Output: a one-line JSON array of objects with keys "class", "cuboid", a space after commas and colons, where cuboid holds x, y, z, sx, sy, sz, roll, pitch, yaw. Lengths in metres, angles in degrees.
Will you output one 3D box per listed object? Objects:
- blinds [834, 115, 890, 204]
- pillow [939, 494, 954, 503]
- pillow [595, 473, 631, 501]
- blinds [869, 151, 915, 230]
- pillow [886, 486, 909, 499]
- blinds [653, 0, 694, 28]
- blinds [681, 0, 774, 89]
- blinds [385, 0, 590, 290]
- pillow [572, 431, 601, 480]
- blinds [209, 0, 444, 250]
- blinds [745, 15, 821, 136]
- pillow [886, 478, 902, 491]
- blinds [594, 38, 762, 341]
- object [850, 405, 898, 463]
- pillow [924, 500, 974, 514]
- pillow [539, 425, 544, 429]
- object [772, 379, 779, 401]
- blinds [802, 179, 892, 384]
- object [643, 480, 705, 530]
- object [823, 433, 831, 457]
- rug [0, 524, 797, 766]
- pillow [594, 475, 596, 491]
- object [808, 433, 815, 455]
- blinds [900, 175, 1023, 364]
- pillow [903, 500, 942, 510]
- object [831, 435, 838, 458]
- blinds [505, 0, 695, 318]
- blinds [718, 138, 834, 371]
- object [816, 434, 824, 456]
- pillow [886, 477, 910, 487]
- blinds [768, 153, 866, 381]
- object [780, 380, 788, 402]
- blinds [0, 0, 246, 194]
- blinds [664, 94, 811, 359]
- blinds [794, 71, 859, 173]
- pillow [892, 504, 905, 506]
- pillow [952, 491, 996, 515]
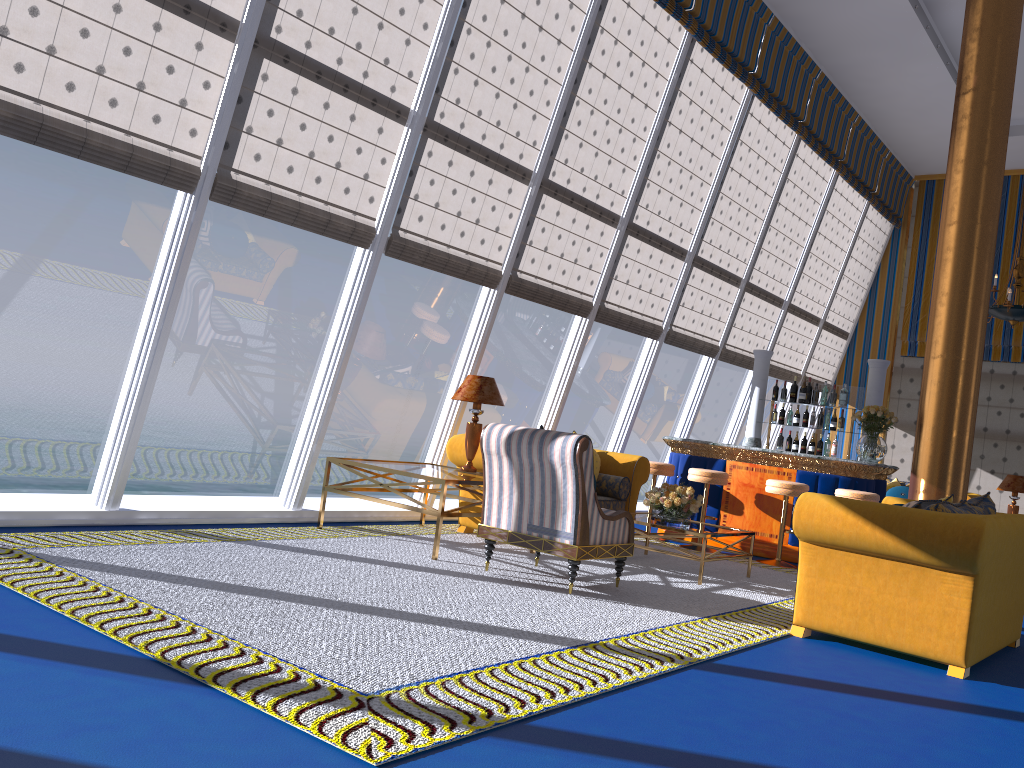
[{"class": "blinds", "cuboid": [5.046, -3.208, 12.859, 0.335, 0.830, 1.541, 6, -3, 38]}, {"class": "pillow", "cuboid": [2.647, 0.926, 5.638, 0.229, 0.491, 0.618, 6, -3, 43]}, {"class": "pillow", "cuboid": [0.888, 0.940, 8.196, 0.369, 0.219, 0.217, 6, -3, 37]}, {"class": "blinds", "cuboid": [5.992, -3.033, 14.088, 0.335, 0.830, 1.541, 6, -3, 38]}, {"class": "pillow", "cuboid": [5.480, 1.618, 12.445, 0.460, 0.367, 0.390, 8, -2, -2]}, {"class": "blinds", "cuboid": [1.266, -3.904, 7.949, 0.335, 0.830, 1.541, 6, -3, 38]}, {"class": "blinds", "cuboid": [2.209, -3.731, 9.175, 0.335, 0.830, 1.541, 6, -3, 38]}, {"class": "blinds", "cuboid": [-0.006, -2.562, 7.169, 0.865, 3.393, 1.380, 6, -2, 38]}, {"class": "pillow", "cuboid": [0.656, 0.733, 8.161, 0.582, 0.583, 0.326, 9, -2, -32]}, {"class": "blinds", "cuboid": [-0.944, -2.734, 5.952, 0.865, 3.393, 1.380, 6, -2, 38]}, {"class": "blinds", "cuboid": [3.155, -3.556, 10.404, 0.335, 0.830, 1.541, 6, -3, 38]}, {"class": "pillow", "cuboid": [5.491, 1.590, 12.745, 0.604, 0.491, 0.234, 5, -3, 43]}, {"class": "blinds", "cuboid": [1.827, -2.224, 9.551, 0.865, 3.393, 1.380, 6, -2, 38]}, {"class": "object", "cuboid": [4.501, -6.372, 6.735, 62.563, 33.594, 64.001, 5, -3, 44]}, {"class": "pillow", "cuboid": [2.430, 0.953, 5.103, 0.336, 0.610, 0.621, 6, -3, 43]}, {"class": "pillow", "cuboid": [0.322, 0.676, 7.730, 0.278, 0.619, 0.698, 6, -3, 36]}, {"class": "object", "cuboid": [3.014, 0.070, 10.129, 0.065, 0.244, 0.066, 6, -3, 42]}, {"class": "blinds", "cuboid": [5.524, -1.542, 14.351, 0.865, 3.393, 1.380, 6, -2, 38]}, {"class": "object", "cuboid": [1.278, 0.950, 7.032, 0.451, 0.388, 0.507, 7, -2, 19]}, {"class": "object", "cuboid": [3.486, 0.674, 9.797, 0.068, 0.269, 0.068, 8, -2, -1]}, {"class": "rug", "cuboid": [0.111, 1.283, 6.056, 3.553, 0.010, 6.326, 6, -3, 38]}, {"class": "pillow", "cuboid": [0.578, 0.806, 7.798, 0.479, 0.404, 0.316, 9, -3, -39]}, {"class": "object", "cuboid": [3.334, 0.663, 9.847, 0.068, 0.244, 0.069, 7, -2, 19]}, {"class": "blinds", "cuboid": [7.533, -1.816, 13.668, 2.632, 2.989, 0.153, 6, -2, 38]}, {"class": "pillow", "cuboid": [2.277, 0.879, 5.219, 0.324, 0.455, 0.527, 6, -3, 37]}, {"class": "object", "cuboid": [3.552, 0.685, 9.757, 0.060, 0.258, 0.062, 6, -2, 38]}, {"class": "blinds", "cuboid": [0.909, -2.393, 8.358, 0.865, 3.393, 1.380, 6, -2, 38]}, {"class": "blinds", "cuboid": [3.668, -1.884, 11.941, 0.865, 3.393, 1.380, 6, -2, 38]}, {"class": "object", "cuboid": [3.410, 0.676, 9.814, 0.065, 0.244, 0.066, 7, -2, 19]}, {"class": "pillow", "cuboid": [5.544, 1.649, 12.896, 0.358, 0.672, 0.594, 9, -3, -44]}, {"class": "blinds", "cuboid": [4.614, -1.710, 13.170, 0.865, 3.393, 1.380, 6, -2, 38]}, {"class": "object", "cuboid": [3.105, 0.081, 10.113, 0.072, 0.246, 0.072, 8, -2, -3]}, {"class": "blinds", "cuboid": [-1.846, -2.901, 4.781, 0.865, 3.393, 1.380, 6, -2, 38]}, {"class": "blinds", "cuboid": [2.766, -2.051, 10.769, 0.865, 3.393, 1.380, 6, -2, 38]}, {"class": "blinds", "cuboid": [4.102, -3.382, 11.633, 0.335, 0.830, 1.541, 6, -3, 38]}, {"class": "pillow", "cuboid": [2.346, 0.928, 5.637, 0.391, 0.367, 0.460, 8, -2, -1]}, {"class": "pillow", "cuboid": [2.792, 0.988, 5.579, 0.607, 0.672, 0.350, 10, -3, -44]}]
